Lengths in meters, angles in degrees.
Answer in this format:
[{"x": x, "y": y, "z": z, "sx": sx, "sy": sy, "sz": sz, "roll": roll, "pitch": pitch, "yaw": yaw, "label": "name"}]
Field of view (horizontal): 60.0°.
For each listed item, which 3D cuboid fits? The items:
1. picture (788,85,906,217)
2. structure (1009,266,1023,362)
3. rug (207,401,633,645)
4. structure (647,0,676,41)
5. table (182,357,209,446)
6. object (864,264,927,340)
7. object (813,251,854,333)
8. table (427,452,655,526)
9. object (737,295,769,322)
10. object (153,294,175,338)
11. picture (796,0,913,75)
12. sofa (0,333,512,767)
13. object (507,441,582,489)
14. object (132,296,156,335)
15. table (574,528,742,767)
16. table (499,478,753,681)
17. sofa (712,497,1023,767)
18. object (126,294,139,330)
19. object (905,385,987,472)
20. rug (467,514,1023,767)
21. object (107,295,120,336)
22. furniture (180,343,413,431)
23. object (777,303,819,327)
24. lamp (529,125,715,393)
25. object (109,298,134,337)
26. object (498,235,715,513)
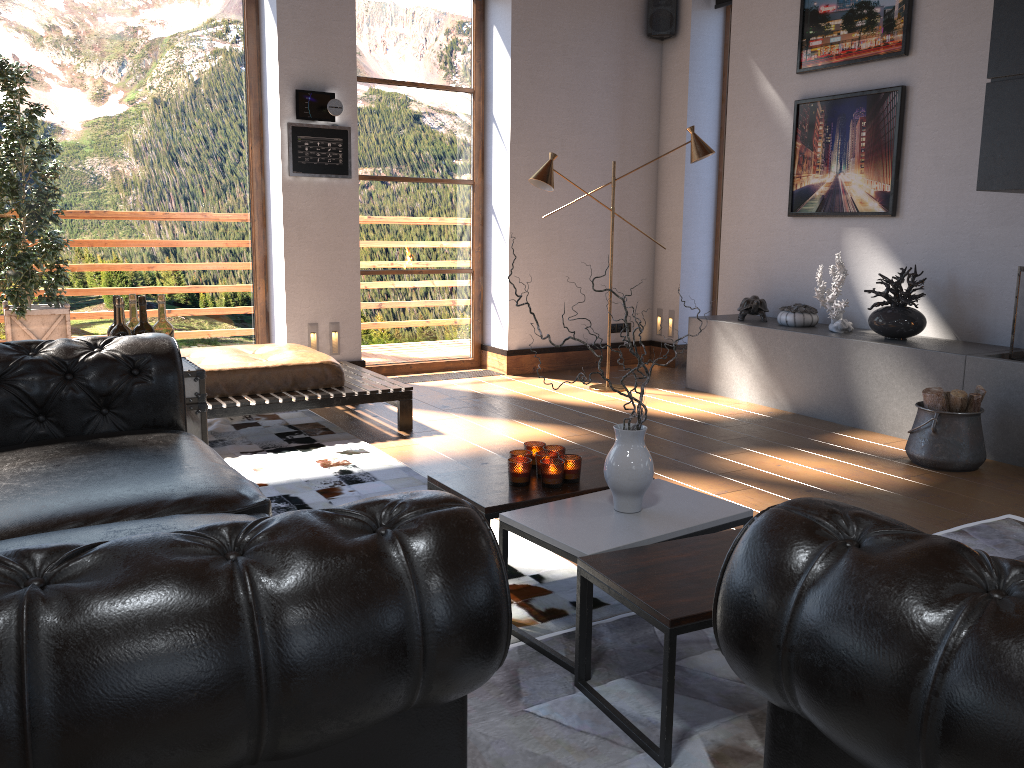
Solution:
[{"x": 2.240, "y": -1.548, "z": 6.011, "sx": 0.036, "sy": 0.814, "sz": 0.871, "roll": -5, "pitch": 11, "yaw": -31, "label": "picture"}, {"x": 2.888, "y": -0.295, "z": 4.337, "sx": 0.185, "sy": 0.513, "sz": 0.974, "roll": -5, "pitch": 12, "yaw": -31, "label": "structure"}, {"x": -1.574, "y": 0.479, "z": 3.759, "sx": 2.459, "sy": 0.053, "sz": 3.775, "roll": -5, "pitch": 12, "yaw": -30, "label": "rug"}, {"x": 1.240, "y": -3.041, "z": 7.319, "sx": 0.216, "sy": 0.348, "sz": 0.212, "roll": -5, "pitch": 11, "yaw": -31, "label": "structure"}, {"x": -1.487, "y": 0.226, "z": 3.609, "sx": 0.422, "sy": 0.608, "sz": 0.402, "roll": -5, "pitch": 11, "yaw": -31, "label": "table"}, {"x": 2.361, "y": -0.502, "z": 5.416, "sx": 0.334, "sy": 0.454, "sz": 0.341, "roll": 0, "pitch": 10, "yaw": -6, "label": "object"}, {"x": 2.083, "y": -0.592, "z": 5.742, "sx": 0.257, "sy": 0.531, "sz": 0.432, "roll": 6, "pitch": 11, "yaw": 27, "label": "object"}, {"x": 0.096, "y": 0.482, "z": 3.000, "sx": 0.657, "sy": 0.349, "sz": 0.396, "roll": -5, "pitch": 11, "yaw": -31, "label": "table"}, {"x": 1.754, "y": -0.551, "z": 6.440, "sx": 0.225, "sy": 0.182, "sz": 0.408, "roll": 3, "pitch": 10, "yaw": 12, "label": "object"}, {"x": -1.418, "y": -0.221, "z": 3.601, "sx": 0.088, "sy": 0.286, "sz": 0.087, "roll": -3, "pitch": 10, "yaw": -21, "label": "object"}, {"x": 2.251, "y": -2.527, "z": 5.850, "sx": 0.036, "sy": 0.814, "sz": 0.871, "roll": -5, "pitch": 11, "yaw": -31, "label": "picture"}, {"x": -1.149, "y": 0.394, "z": 2.041, "sx": 1.253, "sy": 0.836, "sz": 2.543, "roll": -5, "pitch": 12, "yaw": -31, "label": "sofa"}, {"x": 0.114, "y": 0.269, "z": 2.974, "sx": 0.246, "sy": 0.081, "sz": 0.304, "roll": 2, "pitch": 10, "yaw": 7, "label": "object"}, {"x": -1.460, "y": -0.206, "z": 3.512, "sx": 0.086, "sy": 0.286, "sz": 0.089, "roll": 8, "pitch": 12, "yaw": 36, "label": "object"}, {"x": 0.543, "y": 0.623, "z": 2.248, "sx": 0.657, "sy": 0.349, "sz": 0.397, "roll": -4, "pitch": 11, "yaw": -26, "label": "table"}, {"x": 0.341, "y": 0.549, "z": 2.647, "sx": 0.658, "sy": 0.349, "sz": 0.396, "roll": -6, "pitch": 12, "yaw": -36, "label": "table"}, {"x": 1.673, "y": 0.525, "z": 1.553, "sx": 2.595, "sy": 0.836, "sz": 1.228, "roll": -5, "pitch": 12, "yaw": -32, "label": "sofa"}, {"x": -1.535, "y": -0.223, "z": 3.603, "sx": 0.088, "sy": 0.286, "sz": 0.087, "roll": -3, "pitch": 10, "yaw": -19, "label": "object"}, {"x": 2.246, "y": 0.211, "z": 4.570, "sx": 0.385, "sy": 0.430, "sz": 0.384, "roll": 0, "pitch": 10, "yaw": -5, "label": "object"}, {"x": 0.971, "y": 0.881, "z": 1.726, "sx": 4.089, "sy": 0.053, "sz": 2.410, "roll": -5, "pitch": 12, "yaw": -30, "label": "rug"}, {"x": -1.558, "y": -0.208, "z": 3.514, "sx": 0.087, "sy": 0.286, "sz": 0.088, "roll": 2, "pitch": 10, "yaw": 8, "label": "object"}, {"x": -2.061, "y": 0.070, "z": 4.915, "sx": 2.790, "sy": 0.436, "sz": 1.165, "roll": -5, "pitch": 12, "yaw": -31, "label": "furniture"}, {"x": 1.972, "y": -0.479, "z": 6.121, "sx": 0.261, "sy": 0.160, "sz": 0.278, "roll": -5, "pitch": 11, "yaw": -29, "label": "object"}, {"x": 0.731, "y": -0.883, "z": 6.373, "sx": 1.328, "sy": 1.894, "sz": 0.526, "roll": -1, "pitch": 10, "yaw": -11, "label": "lamp"}, {"x": -1.509, "y": -0.191, "z": 3.426, "sx": 0.087, "sy": 0.286, "sz": 0.088, "roll": 7, "pitch": 12, "yaw": 35, "label": "object"}, {"x": 0.305, "y": -0.026, "z": 2.573, "sx": 0.625, "sy": 0.806, "sz": 0.404, "roll": -3, "pitch": 10, "yaw": -20, "label": "object"}]
